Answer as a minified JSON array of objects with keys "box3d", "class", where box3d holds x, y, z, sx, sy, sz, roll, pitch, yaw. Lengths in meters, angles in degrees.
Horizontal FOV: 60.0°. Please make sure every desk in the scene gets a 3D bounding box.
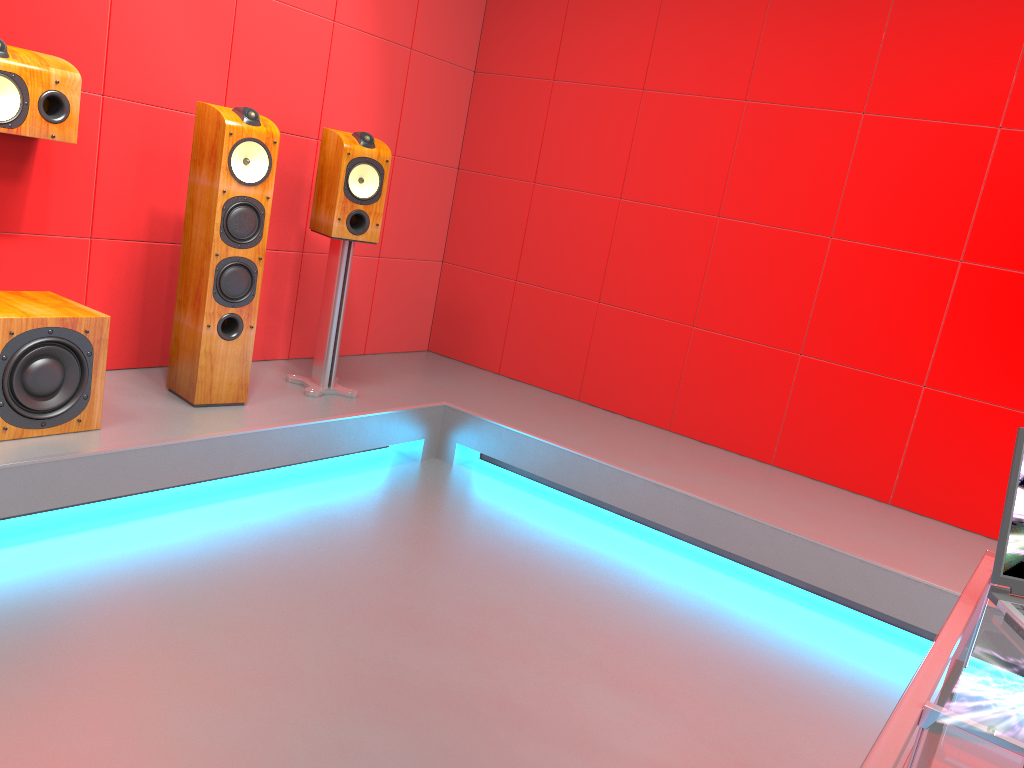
[{"box3d":[0.633,0.787,1.010,0.594,0.690,1.617,19,14,32],"class":"desk"}]

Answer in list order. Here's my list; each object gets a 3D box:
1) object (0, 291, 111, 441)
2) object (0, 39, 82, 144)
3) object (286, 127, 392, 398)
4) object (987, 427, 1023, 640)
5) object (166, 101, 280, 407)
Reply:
[{"box3d":[-1.478,-0.065,2.650,0.360,0.360,0.360,19,14,32],"class":"object"},{"box3d":[-1.593,-0.907,2.659,0.235,0.271,0.493,19,14,32],"class":"object"},{"box3d":[-0.702,-0.488,3.607,0.231,1.058,0.265,2,15,-36],"class":"object"},{"box3d":[0.962,0.274,1.322,0.342,0.285,0.340,11,12,3],"class":"object"},{"box3d":[-1.033,-0.453,3.169,0.203,1.052,0.238,-2,17,-46],"class":"object"}]
